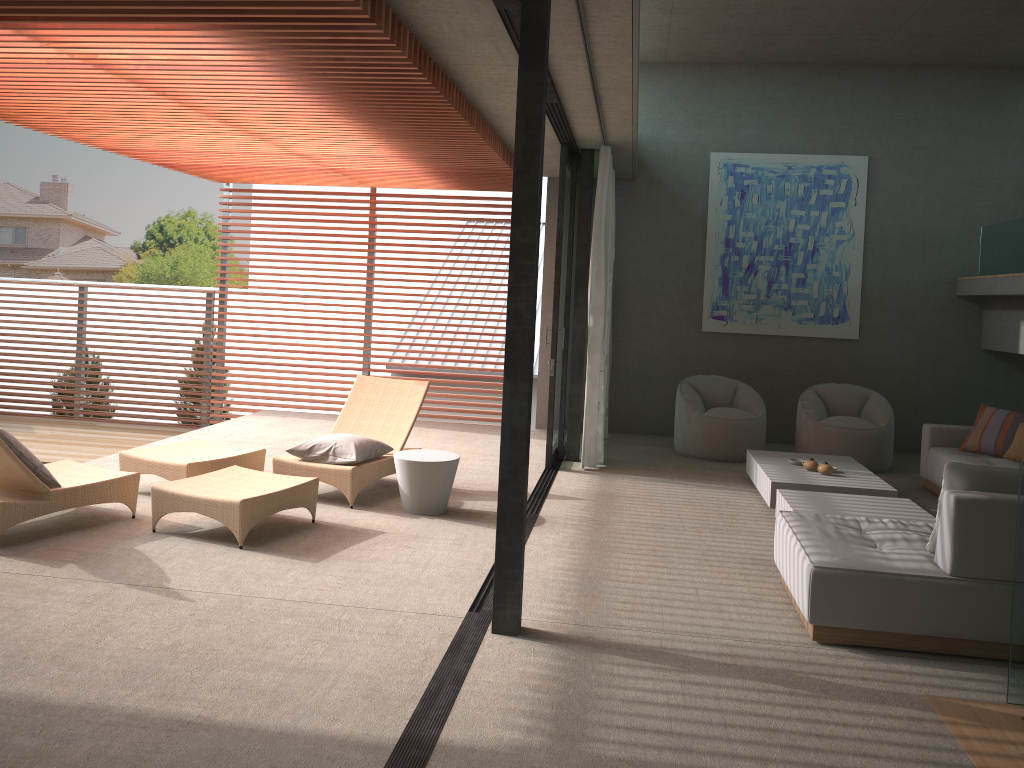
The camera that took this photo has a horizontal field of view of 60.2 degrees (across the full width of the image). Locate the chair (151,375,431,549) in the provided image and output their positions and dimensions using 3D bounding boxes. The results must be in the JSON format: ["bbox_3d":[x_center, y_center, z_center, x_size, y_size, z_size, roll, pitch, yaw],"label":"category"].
[{"bbox_3d":[-1.442,0.444,6.325,0.701,0.825,2.299,4,5,23],"label":"chair"}]

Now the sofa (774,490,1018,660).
[{"bbox_3d":[2.211,0.822,4.417,1.596,0.731,1.016,3,4,8],"label":"sofa"}]

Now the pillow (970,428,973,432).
[{"bbox_3d":[4.180,0.441,7.520,0.621,0.419,0.311,7,5,44],"label":"pillow"}]

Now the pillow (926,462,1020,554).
[{"bbox_3d":[2.250,0.609,4.163,0.492,0.482,0.266,3,2,8],"label":"pillow"}]

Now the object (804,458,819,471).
[{"bbox_3d":[2.402,0.643,7.090,0.119,0.106,0.120,4,4,12],"label":"object"}]

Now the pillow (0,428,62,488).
[{"bbox_3d":[-3.045,0.407,5.230,0.610,0.426,0.427,5,4,26],"label":"pillow"}]

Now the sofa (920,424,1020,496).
[{"bbox_3d":[3.935,0.721,6.147,1.049,0.751,3.472,3,6,8],"label":"sofa"}]

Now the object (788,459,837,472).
[{"bbox_3d":[2.450,0.667,7.214,0.154,0.039,0.439,-1,7,-36],"label":"object"}]

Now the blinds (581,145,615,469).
[{"bbox_3d":[0.933,-0.801,9.104,0.223,2.918,2.432,3,3,7],"label":"blinds"}]

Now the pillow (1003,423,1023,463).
[{"bbox_3d":[4.170,0.499,6.981,0.225,0.324,0.465,1,4,-29],"label":"pillow"}]

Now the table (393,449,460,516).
[{"bbox_3d":[-0.615,0.704,6.300,0.474,0.392,0.477,2,4,-11],"label":"table"}]

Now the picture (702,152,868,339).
[{"bbox_3d":[3.079,-1.575,10.008,1.721,2.046,0.030,3,1,8],"label":"picture"}]

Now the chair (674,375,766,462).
[{"bbox_3d":[2.151,0.336,9.126,0.923,0.786,0.923,4,4,12],"label":"chair"}]

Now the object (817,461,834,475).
[{"bbox_3d":[2.466,0.660,6.949,0.120,0.106,0.119,6,5,42],"label":"object"}]

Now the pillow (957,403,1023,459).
[{"bbox_3d":[4.099,0.413,7.340,0.340,0.441,0.658,1,5,-39],"label":"pillow"}]

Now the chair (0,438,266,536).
[{"bbox_3d":[-2.707,0.425,5.917,0.702,0.825,2.298,4,5,27],"label":"chair"}]

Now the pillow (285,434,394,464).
[{"bbox_3d":[-1.282,0.479,6.623,0.596,0.194,0.595,5,6,19],"label":"pillow"}]

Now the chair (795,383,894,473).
[{"bbox_3d":[3.335,0.419,8.868,0.925,0.786,0.921,5,4,32],"label":"chair"}]
